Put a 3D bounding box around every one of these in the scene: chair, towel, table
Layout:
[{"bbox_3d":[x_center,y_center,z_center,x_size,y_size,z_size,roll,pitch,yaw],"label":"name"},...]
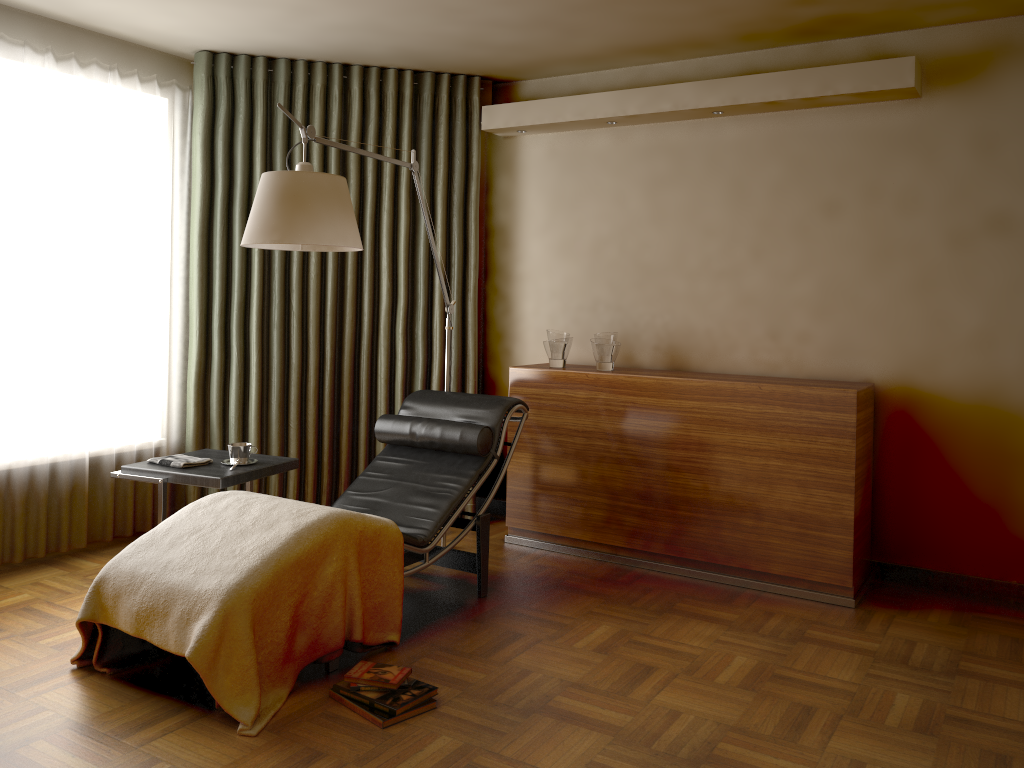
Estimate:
[{"bbox_3d":[-0.613,0.491,3.443,0.636,0.796,1.791,3,4,31],"label":"chair"},{"bbox_3d":[-1.384,0.322,3.702,0.241,0.035,0.179,5,6,35],"label":"towel"},{"bbox_3d":[-1.268,0.353,3.746,0.518,0.045,0.500,3,6,23],"label":"table"}]

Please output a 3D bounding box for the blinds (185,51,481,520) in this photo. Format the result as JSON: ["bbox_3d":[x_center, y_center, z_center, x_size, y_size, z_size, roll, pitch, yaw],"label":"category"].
[{"bbox_3d":[-0.934,-0.479,4.740,1.532,2.451,0.224,1,0,-14],"label":"blinds"}]

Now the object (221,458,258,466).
[{"bbox_3d":[-1.149,0.330,3.725,0.150,0.009,0.150,5,7,37],"label":"object"}]

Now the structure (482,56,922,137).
[{"bbox_3d":[0.833,-1.394,4.389,2.182,0.130,0.274,4,5,31],"label":"structure"}]

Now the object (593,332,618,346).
[{"bbox_3d":[0.465,-0.185,4.389,0.122,0.150,0.122,2,2,11],"label":"object"}]

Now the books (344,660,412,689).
[{"bbox_3d":[-0.411,0.893,2.717,0.173,0.018,0.124,3,5,16],"label":"books"}]

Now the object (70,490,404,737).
[{"bbox_3d":[-0.906,0.674,3.001,0.919,0.519,0.910,4,5,32],"label":"object"}]

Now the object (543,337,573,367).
[{"bbox_3d":[0.235,-0.165,4.530,0.156,0.154,0.156,1,3,-12],"label":"object"}]

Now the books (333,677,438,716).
[{"bbox_3d":[-0.386,0.933,2.697,0.265,0.020,0.189,5,6,36],"label":"books"}]

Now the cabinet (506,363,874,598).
[{"bbox_3d":[0.798,0.385,4.230,1.677,0.861,0.416,4,2,31],"label":"cabinet"}]

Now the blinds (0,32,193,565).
[{"bbox_3d":[-2.251,-0.350,3.686,0.092,2.288,2.198,1,2,31],"label":"blinds"}]

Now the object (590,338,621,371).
[{"bbox_3d":[0.464,-0.147,4.390,0.155,0.154,0.156,2,3,22],"label":"object"}]

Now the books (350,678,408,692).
[{"bbox_3d":[-0.410,0.911,2.724,0.173,0.018,0.124,0,5,-9],"label":"books"}]

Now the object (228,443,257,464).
[{"bbox_3d":[-1.145,0.294,3.731,0.098,0.078,0.111,3,4,33],"label":"object"}]

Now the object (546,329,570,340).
[{"bbox_3d":[0.236,-0.203,4.530,0.122,0.150,0.123,2,2,13],"label":"object"}]

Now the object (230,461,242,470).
[{"bbox_3d":[-1.139,0.333,3.624,0.029,0.019,0.124,1,5,0],"label":"object"}]

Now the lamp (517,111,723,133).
[{"bbox_3d":[0.525,-1.362,4.565,1.159,0.028,0.050,4,5,31],"label":"lamp"}]

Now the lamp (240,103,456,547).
[{"bbox_3d":[-0.522,-0.074,3.723,0.452,1.965,1.415,2,2,35],"label":"lamp"}]

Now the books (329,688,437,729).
[{"bbox_3d":[-0.394,0.955,2.682,0.200,0.022,0.281,-4,7,-44],"label":"books"}]
